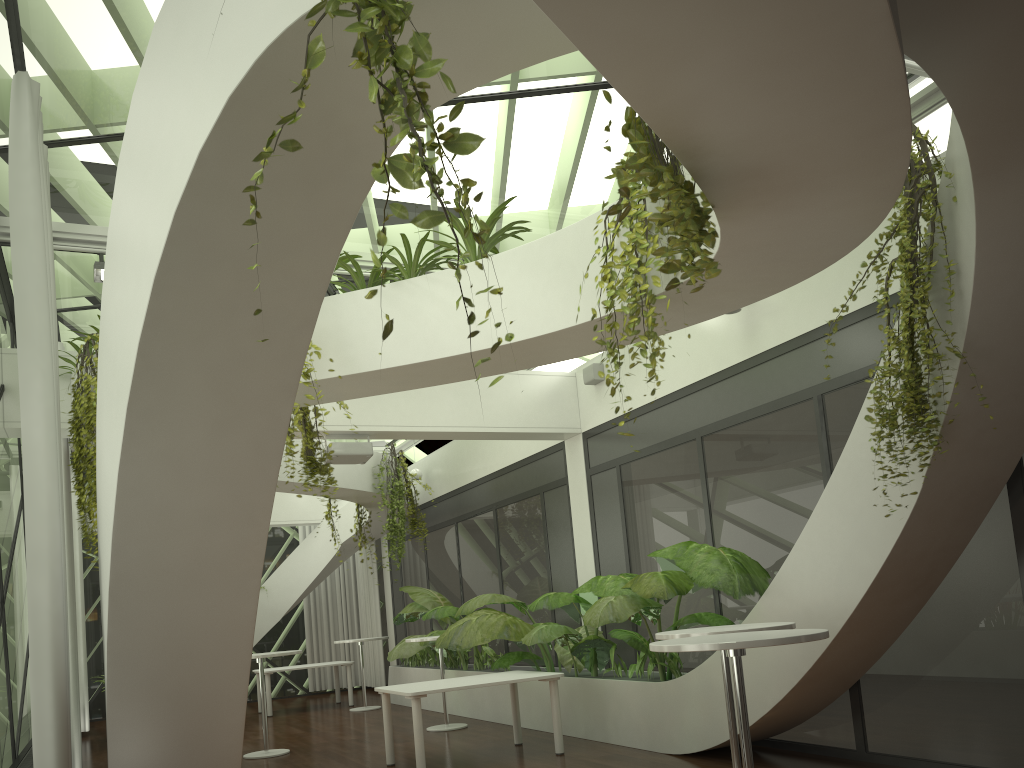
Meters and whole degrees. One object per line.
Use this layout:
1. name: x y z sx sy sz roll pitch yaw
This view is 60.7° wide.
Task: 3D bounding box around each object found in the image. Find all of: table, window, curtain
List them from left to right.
1. window: -4.750 1.618 8.437 0.084 4.546 17.197 -2 -14 -26
2. curtain: -2.423 0.627 4.558 0.209 4.105 1.109 -3 -7 -26
3. curtain: -4.278 1.739 8.376 0.159 4.017 1.066 -2 -7 -27
4. window: -5.693 3.969 17.143 5.733 4.560 0.039 0 -7 -26
5. table: -2.708 3.511 9.599 0.858 1.076 0.873 -7 -9 9
6. window: -2.401 -0.527 9.879 5.685 0.054 17.164 2 -16 -25
7. table: -3.460 5.065 14.594 1.499 0.705 1.095 1 -13 -25
8. curtain: -3.660 4.141 17.830 1.228 4.017 0.163 -2 -6 -27
9. table: -2.321 4.548 13.722 0.858 1.076 0.873 -7 -9 9
10. curtain: -2.849 3.941 17.335 0.159 4.017 1.020 -2 -7 -27
11. table: -0.807 3.578 10.505 0.858 1.076 0.873 -7 -9 9
12. window: -0.725 3.219 13.328 0.050 3.177 7.372 -2 -13 -26
13. table: -0.376 3.089 8.044 1.499 0.705 1.095 1 -13 -25
14. table: 1.378 2.066 5.438 0.858 1.076 0.873 3 -12 -40
15. table: 1.155 1.779 4.257 0.858 1.076 0.873 3 -12 -40
16. window: 2.455 1.181 6.573 0.050 3.177 7.281 -2 -13 -26

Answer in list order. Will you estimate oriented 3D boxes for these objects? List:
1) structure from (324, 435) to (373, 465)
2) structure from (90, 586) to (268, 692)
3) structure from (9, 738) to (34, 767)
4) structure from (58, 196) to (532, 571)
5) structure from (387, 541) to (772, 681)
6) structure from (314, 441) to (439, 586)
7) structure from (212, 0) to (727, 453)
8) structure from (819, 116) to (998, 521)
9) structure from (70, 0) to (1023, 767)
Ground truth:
1. structure: -1.681 0.664 8.937 0.462 0.271 0.398 1 -13 -25
2. structure: -5.614 4.047 13.765 2.036 1.635 4.886 -6 -14 5
3. structure: -4.721 3.816 8.934 0.258 0.494 15.537 -2 -15 -26
4. structure: -1.810 0.270 6.803 4.679 2.275 1.461 -12 -10 27
5. structure: -0.347 3.040 10.143 1.780 1.681 9.136 0 -15 -26
6. structure: -1.999 1.890 12.695 1.452 2.035 1.654 -10 -10 28
7. structure: 0.212 -0.575 3.276 1.243 1.819 3.252 -10 -13 29
8. structure: 2.220 -0.332 4.754 0.613 2.079 1.089 -4 -8 -14
9. structure: -0.240 1.070 5.370 5.908 4.135 25.031 -1 -15 -20
